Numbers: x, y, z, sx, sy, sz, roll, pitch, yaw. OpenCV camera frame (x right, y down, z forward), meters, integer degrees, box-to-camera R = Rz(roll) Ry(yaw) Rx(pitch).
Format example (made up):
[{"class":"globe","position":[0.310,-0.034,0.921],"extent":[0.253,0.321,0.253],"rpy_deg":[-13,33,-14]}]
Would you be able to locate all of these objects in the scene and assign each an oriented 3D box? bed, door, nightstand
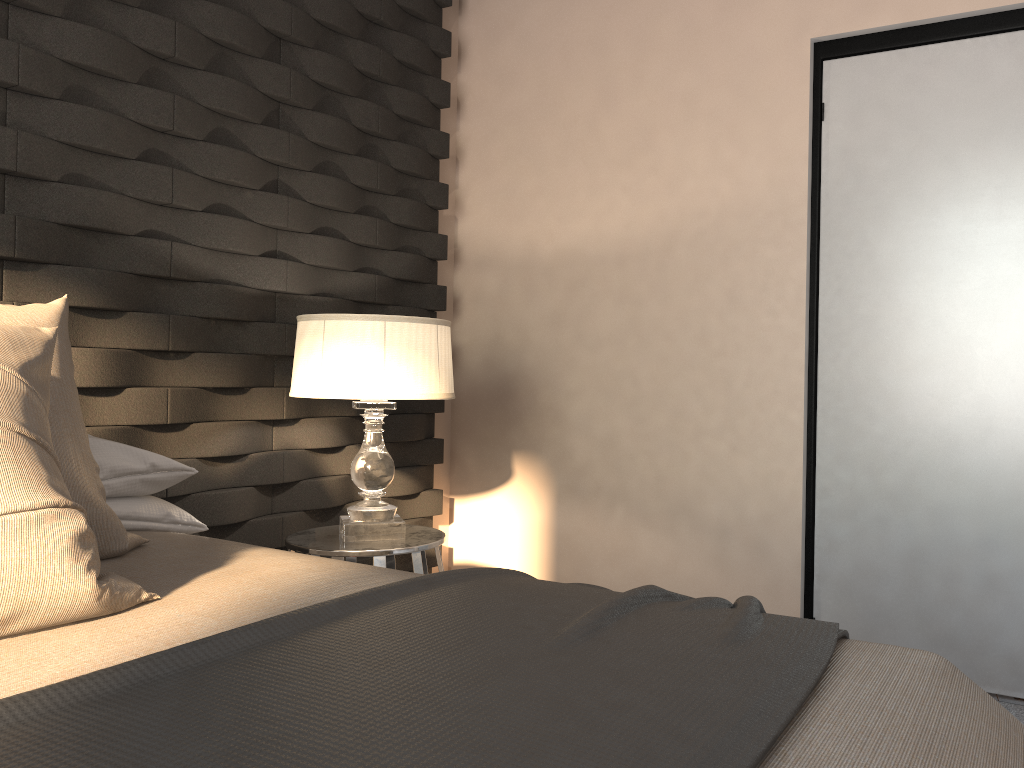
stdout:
[{"class":"bed","position":[-0.584,0.613,0.875],"extent":[2.188,0.624,2.398],"rpy_deg":[1,1,31]},{"class":"door","position":[1.431,-0.096,2.758],"extent":[0.954,2.093,0.161],"rpy_deg":[1,0,30]},{"class":"nightstand","position":[-0.431,0.677,2.555],"extent":[0.645,0.472,0.597],"rpy_deg":[1,0,-21]}]

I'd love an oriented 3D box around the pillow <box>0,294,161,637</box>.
[{"class":"pillow","position":[-0.923,0.048,1.022],"extent":[0.857,0.518,1.318],"rpy_deg":[1,0,33]}]

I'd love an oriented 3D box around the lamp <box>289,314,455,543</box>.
[{"class":"lamp","position":[-0.402,0.127,2.556],"extent":[0.473,0.631,0.458],"rpy_deg":[1,0,-7]}]

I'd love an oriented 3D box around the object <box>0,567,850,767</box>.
[{"class":"object","position":[-0.201,0.444,0.665],"extent":[0.591,0.322,2.146],"rpy_deg":[1,1,32]}]
